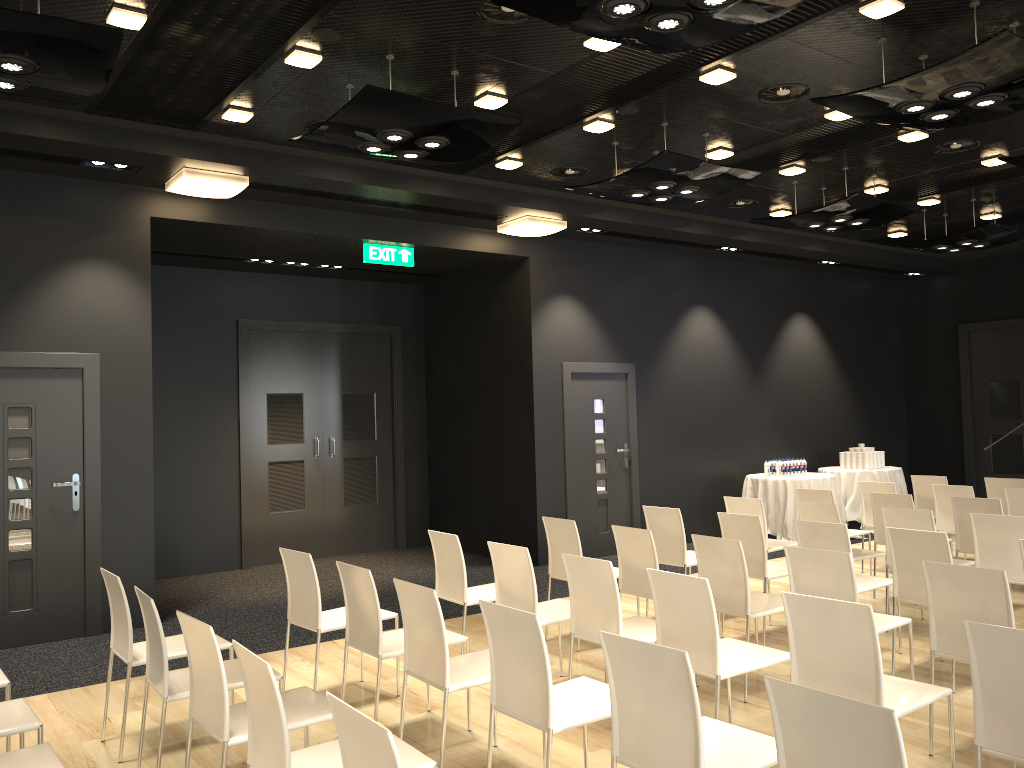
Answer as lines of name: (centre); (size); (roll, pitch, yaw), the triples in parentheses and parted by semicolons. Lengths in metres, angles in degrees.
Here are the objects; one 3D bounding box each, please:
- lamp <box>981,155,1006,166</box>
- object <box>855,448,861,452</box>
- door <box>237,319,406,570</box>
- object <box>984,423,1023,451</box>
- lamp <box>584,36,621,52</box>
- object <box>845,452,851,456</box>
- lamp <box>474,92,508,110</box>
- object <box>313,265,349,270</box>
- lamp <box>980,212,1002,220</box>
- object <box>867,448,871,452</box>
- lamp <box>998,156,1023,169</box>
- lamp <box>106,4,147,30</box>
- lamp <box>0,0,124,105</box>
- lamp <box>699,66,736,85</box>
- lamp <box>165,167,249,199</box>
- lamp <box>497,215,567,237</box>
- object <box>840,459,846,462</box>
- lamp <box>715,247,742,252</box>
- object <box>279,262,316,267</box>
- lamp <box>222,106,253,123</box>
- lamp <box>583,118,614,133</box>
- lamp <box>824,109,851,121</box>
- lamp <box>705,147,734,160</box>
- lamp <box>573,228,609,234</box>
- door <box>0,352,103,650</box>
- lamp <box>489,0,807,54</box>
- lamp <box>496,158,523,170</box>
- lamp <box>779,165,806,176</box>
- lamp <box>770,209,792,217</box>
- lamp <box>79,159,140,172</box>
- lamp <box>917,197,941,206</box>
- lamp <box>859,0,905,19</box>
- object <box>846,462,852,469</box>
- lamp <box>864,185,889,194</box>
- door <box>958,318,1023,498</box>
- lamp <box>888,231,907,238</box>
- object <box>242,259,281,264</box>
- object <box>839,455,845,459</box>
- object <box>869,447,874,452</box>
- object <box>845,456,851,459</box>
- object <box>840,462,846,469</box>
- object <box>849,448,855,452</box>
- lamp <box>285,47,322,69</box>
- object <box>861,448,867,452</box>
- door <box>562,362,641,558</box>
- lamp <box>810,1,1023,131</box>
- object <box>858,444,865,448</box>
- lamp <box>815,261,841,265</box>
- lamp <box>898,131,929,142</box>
lamp: (4.140, -1.909, 7.600); (0.159, 0.049, 0.159); (0, -3, -36)
object: (4.536, 0.886, 11.630); (0.075, 0.091, 0.075); (0, -3, -36)
door: (-2.213, 0.663, 10.399); (2.037, 2.751, 0.190); (0, -3, -36)
object: (6.175, 0.936, 10.570); (0.687, 1.730, 0.734); (0, -3, -33)
lamp: (0.512, -1.907, 4.938); (0.159, 0.049, 0.159); (0, -3, -36)
object: (4.415, 0.942, 11.644); (0.075, 0.091, 0.075); (0, -3, -36)
lamp: (-0.139, -1.854, 5.825); (0.159, 0.049, 0.159); (0, -3, -36)
object: (-1.979, -1.297, 9.746); (0.389, 0.028, 0.166); (0, -3, -36)
lamp: (5.303, -1.857, 9.819); (0.159, 0.049, 0.159); (0, -3, -36)
object: (4.658, 0.881, 11.613); (0.075, 0.091, 0.075); (0, -3, -36)
lamp: (4.269, -1.774, 6.319); (1.097, 0.436, 1.097); (0, -3, -36)
lamp: (-1.954, -1.854, 4.494); (0.159, 0.049, 0.159); (0, -3, -36)
lamp: (-2.490, -1.665, 4.120); (1.097, 0.436, 1.097); (0, -3, -36)
lamp: (1.276, -1.908, 5.499); (0.159, 0.049, 0.159); (0, -3, -36)
lamp: (-2.402, -1.587, 6.981); (0.499, 0.153, 0.499); (0, -3, -36)
lamp: (0.200, -1.588, 8.890); (0.499, 0.153, 0.499); (0, -3, -36)
object: (4.367, 1.030, 11.710); (0.075, 0.091, 0.075); (0, -3, -36)
lamp: (2.611, -1.630, 10.661); (0.389, 0.028, 0.166); (0, -3, -36)
object: (-2.295, -1.297, 9.514); (0.389, 0.028, 0.166); (0, -3, -36)
lamp: (-1.838, -1.801, 5.939); (0.159, 0.049, 0.159); (0, -3, -36)
lamp: (0.625, -1.855, 6.386); (0.159, 0.049, 0.159); (0, -3, -36)
lamp: (2.326, -1.908, 6.269); (0.159, 0.049, 0.159); (0, -3, -36)
lamp: (1.675, -1.855, 7.157); (0.159, 0.049, 0.159); (0, -3, -36)
lamp: (0.835, -1.629, 9.358); (0.389, 0.028, 0.166); (0, -3, -36)
door: (-3.637, 0.845, 6.554); (1.090, 2.163, 0.163); (0, -3, -36)
lamp: (0.641, -1.772, 3.657); (1.097, 0.436, 1.097); (0, -3, -36)
lamp: (-0.024, -1.802, 7.271); (0.159, 0.049, 0.159); (0, -3, -36)
lamp: (2.439, -1.856, 7.717); (0.159, 0.049, 0.159); (0, -3, -36)
lamp: (2.840, -1.803, 9.372); (0.159, 0.049, 0.159); (0, -3, -36)
lamp: (-2.976, -1.628, 6.562); (0.389, 0.028, 0.166); (0, -3, -36)
lamp: (4.253, -1.856, 9.048); (0.159, 0.049, 0.159); (0, -3, -36)
lamp: (1.924, -1.960, 4.614); (0.159, 0.049, 0.159); (0, -3, -36)
object: (4.419, 1.066, 11.640); (0.075, 0.091, 0.075); (0, -3, -36)
lamp: (3.489, -1.856, 8.488); (0.159, 0.049, 0.159); (0, -3, -36)
door: (7.231, 0.459, 12.138); (0.190, 2.751, 2.037); (0, -3, -36)
lamp: (4.654, -1.804, 10.703); (0.159, 0.049, 0.159); (0, -3, -36)
object: (-2.612, -1.297, 9.281); (0.389, 0.028, 0.166); (0, -3, -36)
object: (4.366, 0.988, 11.712); (0.075, 0.091, 0.075); (0, -3, -36)
object: (4.730, 0.881, 11.665); (0.075, 0.091, 0.075); (0, -3, -36)
object: (4.417, 0.984, 11.643); (0.075, 0.091, 0.075); (0, -3, -36)
object: (4.368, 1.070, 11.709); (0.075, 0.091, 0.075); (0, -3, -36)
object: (4.485, 0.890, 11.699); (0.075, 0.091, 0.075); (0, -3, -36)
lamp: (-1.190, -1.854, 5.055); (0.159, 0.049, 0.159); (0, -3, -36)
object: (4.587, 0.881, 11.560); (0.075, 0.091, 0.075); (0, -3, -36)
door: (0.987, 0.843, 9.951); (1.090, 2.163, 0.163); (0, -3, -36)
lamp: (2.455, -1.773, 4.988); (1.097, 0.436, 1.097); (0, -3, -36)
object: (4.606, 0.835, 11.684); (0.075, 0.091, 0.075); (0, -3, -36)
lamp: (4.233, -1.631, 11.851); (0.389, 0.028, 0.166); (0, -3, -36)
lamp: (3.090, -1.908, 6.830); (0.159, 0.049, 0.159); (0, -3, -36)
